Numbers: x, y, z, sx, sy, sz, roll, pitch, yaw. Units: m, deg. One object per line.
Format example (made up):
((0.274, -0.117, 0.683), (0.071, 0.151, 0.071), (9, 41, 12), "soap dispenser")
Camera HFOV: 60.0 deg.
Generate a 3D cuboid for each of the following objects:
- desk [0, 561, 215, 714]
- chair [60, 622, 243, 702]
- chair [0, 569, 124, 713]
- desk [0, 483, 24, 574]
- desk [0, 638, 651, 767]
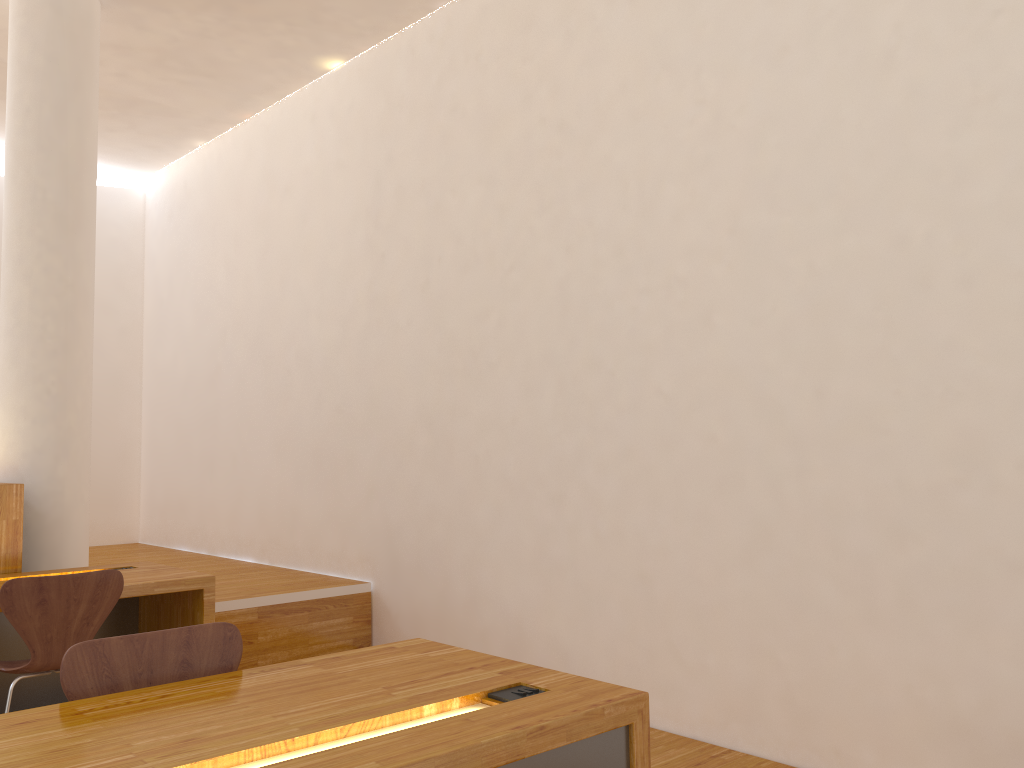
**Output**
((-2.637, 1.040, 2.797), (3.185, 0.606, 0.760), (3, -6, -42), "desk")
((-0.661, 0.876, 1.793), (0.428, 0.693, 0.381), (3, -6, -42), "chair")
((-1.624, 1.000, 3.107), (0.428, 0.693, 0.381), (3, -6, -42), "chair")
((-3.463, 0.835, 4.762), (0.760, 0.606, 3.185), (3, -6, -42), "desk")
((-1.008, 0.997, 0.696), (3.236, 0.918, 1.285), (3, -6, -42), "desk")
